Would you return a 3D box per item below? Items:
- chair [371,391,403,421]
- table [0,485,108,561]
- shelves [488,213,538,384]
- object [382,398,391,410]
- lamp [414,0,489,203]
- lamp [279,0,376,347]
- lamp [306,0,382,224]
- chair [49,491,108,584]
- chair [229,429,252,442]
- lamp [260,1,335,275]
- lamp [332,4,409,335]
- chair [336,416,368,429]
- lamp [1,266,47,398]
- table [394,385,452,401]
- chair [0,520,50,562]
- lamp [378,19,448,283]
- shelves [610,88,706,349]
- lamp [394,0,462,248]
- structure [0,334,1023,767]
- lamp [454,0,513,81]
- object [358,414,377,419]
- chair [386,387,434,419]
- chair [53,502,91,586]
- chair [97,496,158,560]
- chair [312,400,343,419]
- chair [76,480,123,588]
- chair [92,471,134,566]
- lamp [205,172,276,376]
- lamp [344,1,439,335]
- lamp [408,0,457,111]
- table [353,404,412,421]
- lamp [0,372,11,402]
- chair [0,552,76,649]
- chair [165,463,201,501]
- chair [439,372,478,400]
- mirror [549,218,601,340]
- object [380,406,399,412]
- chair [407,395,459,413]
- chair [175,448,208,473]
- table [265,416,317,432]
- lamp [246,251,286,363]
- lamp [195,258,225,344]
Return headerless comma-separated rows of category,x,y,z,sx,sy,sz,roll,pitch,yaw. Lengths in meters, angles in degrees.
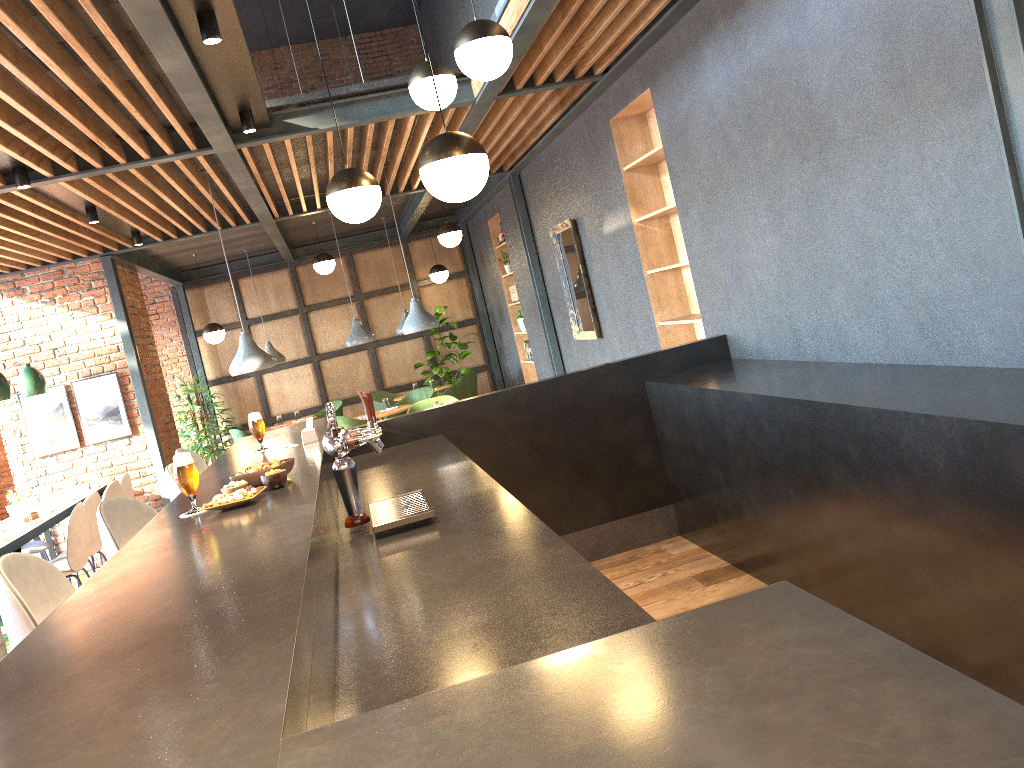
chair,-1.584,0.469,12.203,0.513,0.817,0.642,-12,4,21
table,-3.874,1.486,7.156,0.659,0.764,2.774,-14,5,-10
shelves,0.203,-0.836,11.318,0.285,2.701,0.836,-14,3,-10
object,-1.491,0.237,10.491,0.080,0.138,0.080,-12,3,27
lamp,-0.624,-2.541,3.326,0.269,3.787,0.268,-14,2,-20
lamp,-2.272,-2.646,10.252,0.351,4.481,0.355,-12,3,25
lamp,-1.176,-2.632,4.266,0.269,3.787,0.268,-14,2,-9
chair,-3.416,1.334,6.959,0.508,0.886,0.419,-13,3,-4
chair,-3.361,0.929,11.726,0.518,0.817,0.636,-15,4,-35
lamp,-2.703,-3.183,10.773,0.270,3.787,0.267,-15,3,-31
lamp,-1.892,-2.880,11.869,0.351,4.481,0.355,-12,3,25
chair,-1.786,0.713,10.006,0.636,0.817,0.518,-11,4,34
lamp,-4.551,-0.874,7.984,0.224,2.018,0.224,-14,2,-7
table,-1.130,0.447,12.003,0.809,0.686,0.808,-14,4,-10
chair,-4.373,1.482,7.819,0.508,0.886,0.419,-13,3,-4
lamp,-1.434,-3.264,12.431,0.267,3.787,0.270,-12,3,33
shelves,1.229,-0.606,6.070,0.285,2.701,0.836,-14,3,-10
lamp,-1.083,-3.339,9.622,0.270,3.787,0.267,-15,3,-39
structure,0.402,0.536,2.958,2.922,1.393,4.923,-14,5,-10
lamp,-0.532,-3.231,3.969,0.267,3.787,0.270,-11,3,44
object,-1.682,0.370,10.268,0.241,0.019,0.158,-8,7,44
chair,-1.176,0.497,10.817,0.635,0.817,0.518,-10,4,39
chair,-3.266,1.349,6.403,0.509,0.886,0.418,-14,3,-14
chair,-0.999,0.937,3.022,0.507,1.241,0.419,-13,3,1
chair,-2.564,0.686,12.346,0.518,0.817,0.636,-15,4,-35
chair,-3.504,1.304,7.526,0.508,0.886,0.419,-13,3,-4
chair,-3.648,1.290,8.055,0.509,0.886,0.418,-14,3,-14
lamp,-2.499,-2.276,6.725,0.351,4.481,0.355,-12,3,25
lamp,-1.358,-2.677,8.201,0.351,4.481,0.355,-12,3,25
lamp,-0.840,-3.361,4.833,0.268,3.787,0.268,-13,2,-5
table,-1.482,0.674,10.398,0.804,0.686,0.813,-11,5,31
lamp,-4.380,-0.835,7.109,0.224,2.018,0.224,-14,2,-7
chair,-0.894,0.969,2.265,0.509,1.241,0.418,-14,3,-14
chair,-1.082,0.887,3.803,0.508,1.241,0.419,-13,3,-5
chair,-0.668,0.292,11.773,0.513,0.817,0.642,-12,4,26
mirror,0.579,-0.945,8.145,0.061,1.083,0.769,-14,3,-10
object,-1.446,0.294,10.496,0.241,0.019,0.158,-8,7,44
chair,-0.704,0.556,8.925,0.640,0.817,0.515,-14,3,-11
chair,-1.341,0.876,4.596,0.508,1.241,0.418,-14,3,-11
table,-2.967,0.877,12.028,0.804,0.686,0.813,-11,4,29
lamp,-3.737,-2.448,11.872,0.351,4.481,0.355,-12,3,25
lamp,-4.179,-2.351,11.153,0.267,3.787,0.270,-12,3,33
